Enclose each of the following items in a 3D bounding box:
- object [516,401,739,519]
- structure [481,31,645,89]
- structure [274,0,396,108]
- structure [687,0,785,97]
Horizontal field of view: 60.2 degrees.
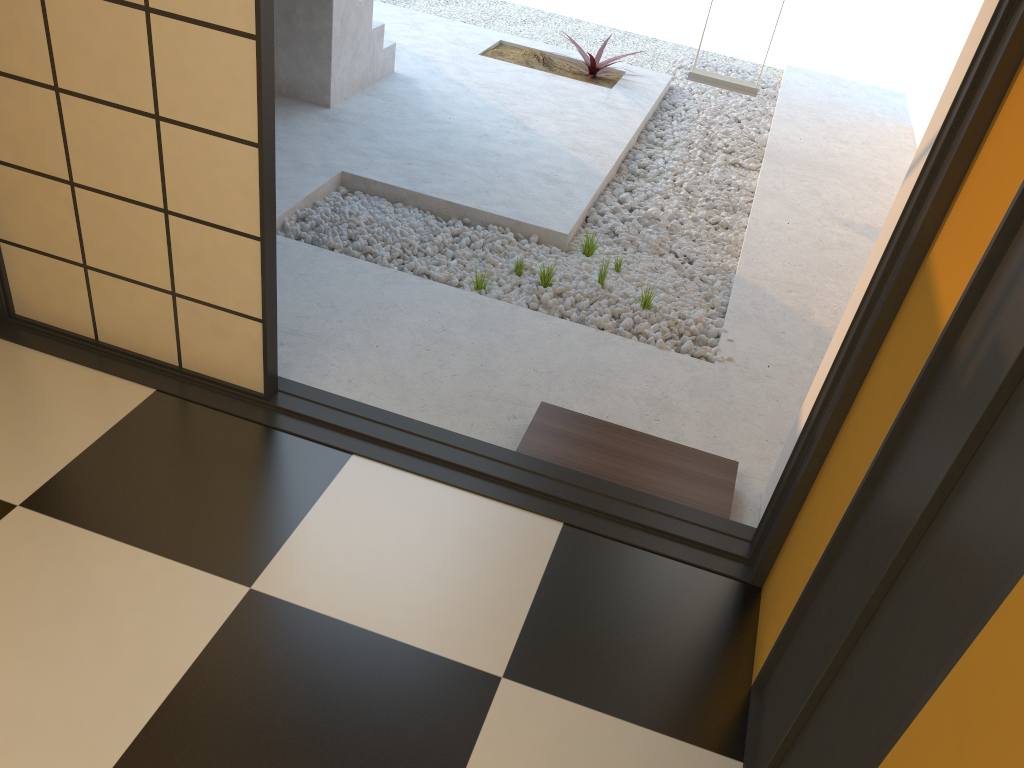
[{"bbox_3d":[0.376,0.289,2.925,0.700,0.105,0.335,17,36,8],"label":"object"},{"bbox_3d":[0.392,-2.433,6.554,1.198,0.306,0.716,17,36,8],"label":"structure"},{"bbox_3d":[-1.963,-2.223,2.144,1.153,4.130,6.283,18,36,9],"label":"structure"},{"bbox_3d":[1.522,-2.708,5.206,0.460,1.952,0.124,17,37,8],"label":"structure"}]
